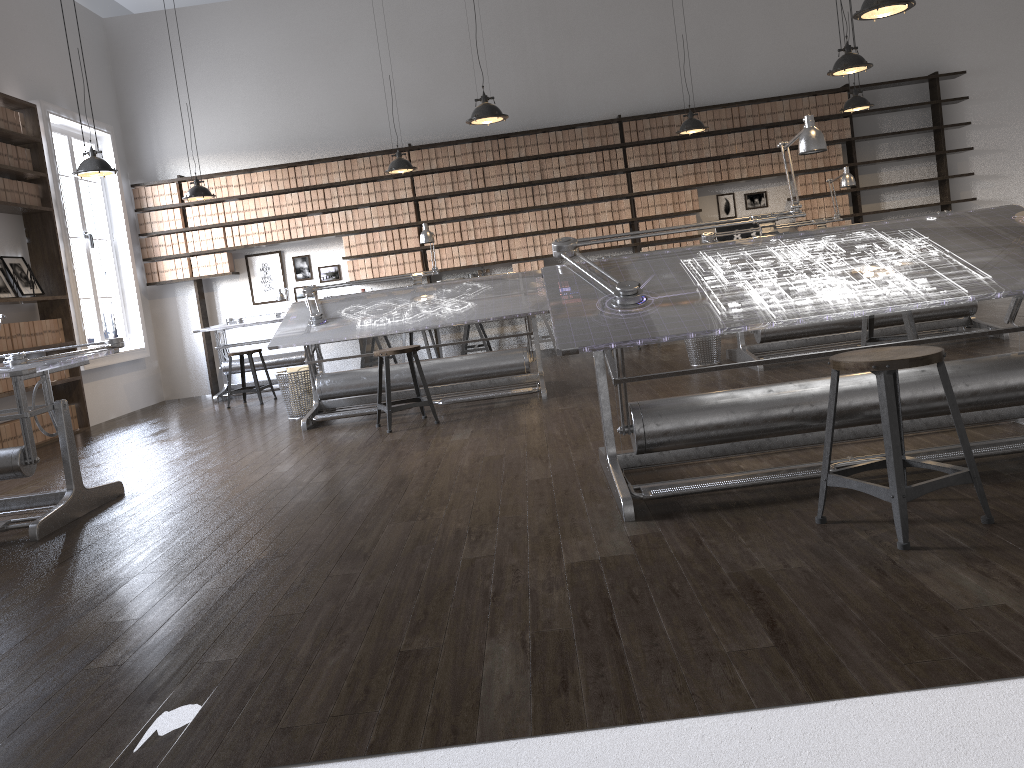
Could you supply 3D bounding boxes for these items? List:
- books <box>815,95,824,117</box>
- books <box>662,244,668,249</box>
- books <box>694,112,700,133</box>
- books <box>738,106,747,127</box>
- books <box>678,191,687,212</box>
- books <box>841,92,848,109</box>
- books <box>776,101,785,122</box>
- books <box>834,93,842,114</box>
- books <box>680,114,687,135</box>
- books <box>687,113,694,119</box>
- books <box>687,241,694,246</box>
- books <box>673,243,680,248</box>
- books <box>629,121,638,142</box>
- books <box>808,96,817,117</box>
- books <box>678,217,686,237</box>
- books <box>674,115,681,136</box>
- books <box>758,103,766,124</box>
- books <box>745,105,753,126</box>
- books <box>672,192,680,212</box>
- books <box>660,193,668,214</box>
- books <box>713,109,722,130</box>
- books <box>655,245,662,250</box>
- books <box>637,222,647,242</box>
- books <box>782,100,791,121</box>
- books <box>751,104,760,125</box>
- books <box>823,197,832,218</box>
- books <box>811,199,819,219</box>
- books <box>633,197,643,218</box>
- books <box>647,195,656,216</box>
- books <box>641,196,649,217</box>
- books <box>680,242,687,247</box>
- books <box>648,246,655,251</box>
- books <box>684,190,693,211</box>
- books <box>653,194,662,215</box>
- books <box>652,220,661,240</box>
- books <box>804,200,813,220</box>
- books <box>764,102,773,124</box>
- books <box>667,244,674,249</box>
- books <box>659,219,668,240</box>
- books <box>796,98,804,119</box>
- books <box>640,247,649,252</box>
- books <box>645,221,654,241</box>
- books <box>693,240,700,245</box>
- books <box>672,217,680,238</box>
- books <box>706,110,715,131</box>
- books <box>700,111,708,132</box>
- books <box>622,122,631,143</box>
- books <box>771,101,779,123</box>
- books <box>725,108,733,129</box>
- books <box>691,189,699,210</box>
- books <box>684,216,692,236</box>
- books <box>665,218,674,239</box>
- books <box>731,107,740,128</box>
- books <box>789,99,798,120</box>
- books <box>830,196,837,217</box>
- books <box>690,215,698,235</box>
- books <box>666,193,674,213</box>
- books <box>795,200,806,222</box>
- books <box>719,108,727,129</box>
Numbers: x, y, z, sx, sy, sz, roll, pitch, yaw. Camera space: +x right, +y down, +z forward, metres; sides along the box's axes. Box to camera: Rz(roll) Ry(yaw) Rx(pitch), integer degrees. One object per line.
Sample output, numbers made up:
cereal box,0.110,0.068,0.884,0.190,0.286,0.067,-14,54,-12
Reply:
books,3.339,-3.025,9.685,0.067,0.225,0.175,-7,5,2
books,1.689,-1.431,9.824,0.066,0.225,0.175,-7,5,2
books,2.021,-2.854,9.721,0.066,0.225,0.175,-7,5,2
books,2.510,-2.917,9.710,0.066,0.225,0.175,-7,5,2
books,1.868,-2.008,9.783,0.066,0.225,0.175,-7,5,2
books,3.614,-3.061,9.683,0.066,0.225,0.175,-7,5,2
books,2.916,-2.970,9.698,0.066,0.225,0.175,-7,5,2
books,3.545,-3.052,9.688,0.066,0.225,0.175,-7,5,2
books,1.882,-2.835,9.718,0.067,0.225,0.175,-7,5,2
books,1.952,-2.844,9.721,0.066,0.225,0.175,-7,5,2
books,1.972,-1.468,9.816,0.066,0.225,0.175,-7,5,2
books,1.827,-1.449,9.818,0.067,0.225,0.175,-7,5,2
books,1.330,-2.763,9.730,0.067,0.225,0.175,-7,5,2
books,3.267,-3.015,9.687,0.066,0.225,0.175,-7,5,2
books,1.870,-1.732,9.797,0.067,0.225,0.175,-7,5,2
books,1.811,-2.826,9.722,0.066,0.225,0.175,-7,5,2
books,2.721,-2.945,9.705,0.066,0.225,0.175,-7,5,2
books,2.580,-2.926,9.704,0.066,0.225,0.175,-7,5,2
books,1.797,-1.999,9.784,0.066,0.225,0.175,-7,5,2
books,1.664,-1.982,9.786,0.066,0.225,0.175,-7,5,2
books,2.234,-2.880,9.709,0.067,0.225,0.175,-7,5,2
books,1.626,-1.422,9.821,0.067,0.225,0.175,-7,5,2
books,1.444,-1.677,9.812,0.066,0.225,0.175,-7,5,2
books,2.988,-2.979,9.694,0.067,0.225,0.175,-7,5,2
books,2.650,-2.935,9.707,0.066,0.225,0.175,-7,5,2
books,3.455,-1.939,9.762,0.066,0.225,0.175,-7,5,2
books,3.314,-1.921,9.772,0.066,0.225,0.175,-7,5,2
books,1.391,-1.946,9.794,0.066,0.225,0.175,-7,5,2
books,1.530,-1.964,9.785,0.067,0.225,0.175,-7,5,2
books,1.460,-1.955,9.791,0.066,0.225,0.175,-7,5,2
books,1.901,-1.459,9.822,0.066,0.225,0.175,-7,5,2
books,1.554,-1.413,9.823,0.066,0.225,0.175,-7,5,2
books,1.938,-2.017,9.777,0.066,0.225,0.175,-7,5,2
books,1.602,-1.973,9.786,0.066,0.225,0.175,-7,5,2
books,1.592,-1.697,9.809,0.066,0.225,0.175,-7,5,2
books,3.245,-1.912,9.772,0.066,0.225,0.175,-7,5,2
books,2.787,-2.953,9.698,0.067,0.225,0.175,-7,5,2
books,1.753,-1.440,9.825,0.066,0.225,0.175,-7,5,2
books,1.663,-1.705,9.803,0.066,0.225,0.175,-7,5,2
books,3.127,-2.998,9.697,0.066,0.225,0.175,-7,5,2
books,1.482,-1.404,9.828,0.066,0.225,0.175,-7,5,2
books,1.518,-1.686,9.805,0.067,0.225,0.175,-7,5,2
books,2.042,-1.477,9.819,0.066,0.225,0.175,-7,5,2
books,1.803,-1.724,9.804,0.066,0.225,0.175,-7,5,2
books,2.162,-2.871,9.711,0.066,0.225,0.175,-7,5,2
books,2.091,-2.862,9.716,0.066,0.225,0.175,-7,5,2
books,1.257,-2.754,9.737,0.066,0.225,0.175,-7,5,2
books,2.854,-2.962,9.701,0.066,0.225,0.175,-7,5,2
books,2.362,-2.898,9.713,0.066,0.225,0.175,-7,5,2
books,2.008,-2.027,9.780,0.066,0.225,0.175,-7,5,2
books,1.936,-1.741,9.800,0.066,0.225,0.175,-7,5,2
books,1.733,-1.715,9.805,0.066,0.225,0.175,-7,5,2
books,2.435,-2.907,9.706,0.067,0.225,0.175,-7,5,2
books,3.057,-2.988,9.697,0.066,0.225,0.175,-7,5,2
books,3.521,-1.947,9.760,0.067,0.225,0.175,-7,5,2
books,1.999,-1.749,9.797,0.066,0.225,0.175,-7,5,2
books,1.730,-1.989,9.780,0.067,0.225,0.175,-7,5,2
books,3.175,-1.903,9.769,0.067,0.225,0.175,-7,5,2
books,2.297,-2.889,9.712,0.066,0.225,0.175,-7,5,2
